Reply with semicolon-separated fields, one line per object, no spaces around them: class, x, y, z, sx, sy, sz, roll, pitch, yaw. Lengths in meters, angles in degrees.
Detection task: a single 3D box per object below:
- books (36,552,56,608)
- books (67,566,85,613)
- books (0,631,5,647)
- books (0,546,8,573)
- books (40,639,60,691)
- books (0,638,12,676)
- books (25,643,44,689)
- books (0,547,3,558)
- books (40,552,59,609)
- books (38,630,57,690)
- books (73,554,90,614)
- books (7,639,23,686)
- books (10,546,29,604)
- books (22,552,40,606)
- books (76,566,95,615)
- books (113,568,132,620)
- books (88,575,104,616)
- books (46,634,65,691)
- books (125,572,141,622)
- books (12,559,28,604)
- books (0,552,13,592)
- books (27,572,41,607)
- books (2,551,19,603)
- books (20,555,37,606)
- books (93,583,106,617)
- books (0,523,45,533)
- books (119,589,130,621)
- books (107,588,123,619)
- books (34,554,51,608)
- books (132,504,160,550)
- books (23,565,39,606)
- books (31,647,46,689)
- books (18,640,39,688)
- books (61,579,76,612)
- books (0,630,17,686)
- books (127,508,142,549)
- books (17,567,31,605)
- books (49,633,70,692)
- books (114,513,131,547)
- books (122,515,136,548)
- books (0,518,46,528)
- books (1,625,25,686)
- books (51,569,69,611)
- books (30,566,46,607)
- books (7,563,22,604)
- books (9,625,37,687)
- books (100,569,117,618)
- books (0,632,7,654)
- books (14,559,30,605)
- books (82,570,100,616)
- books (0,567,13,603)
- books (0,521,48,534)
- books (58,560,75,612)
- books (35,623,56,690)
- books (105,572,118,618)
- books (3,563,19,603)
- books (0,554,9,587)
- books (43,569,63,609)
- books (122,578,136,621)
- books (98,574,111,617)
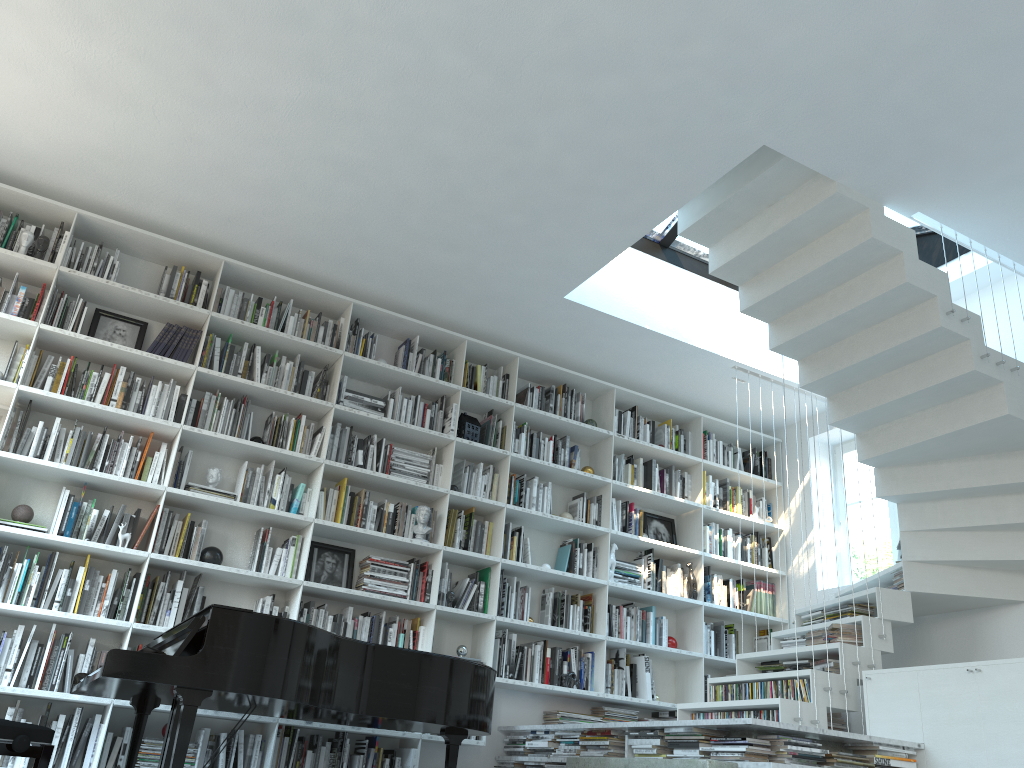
books;-2.416;1.032;4.585;0.019;0.299;0.180;17;-27;-25
books;-2.295;1.098;4.649;0.026;0.253;0.177;17;-27;-25
books;-2.552;1.359;4.379;0.013;0.255;0.190;17;-27;-25
books;-2.616;0.982;4.507;0.014;0.293;0.172;17;-27;-25
books;-2.350;1.435;4.502;0.029;0.253;0.153;17;-27;-25
books;-2.531;1.383;4.393;0.028;0.228;0.158;17;-27;-25
books;-2.407;1.429;4.463;0.028;0.224;0.134;17;-27;-25
books;-2.633;0.982;4.505;0.017;0.288;0.153;17;-27;-25
books;-2.408;1.038;4.603;0.012;0.305;0.190;17;-27;-25
books;-2.357;1.405;4.487;0.012;0.294;0.177;17;-27;-25
books;-2.273;1.072;4.670;0.021;0.321;0.172;17;-27;-25
books;-2.486;1.402;4.430;0.012;0.231;0.149;17;-27;-25
books;-2.530;0.997;4.548;0.007;0.313;0.146;17;-27;-25
books;-2.476;1.019;4.552;0.007;0.285;0.183;17;-27;-25
books;-2.250;1.104;4.661;0.028;0.259;0.181;17;-27;-25
books;-2.090;1.141;4.742;0.014;0.285;0.180;17;-27;-25
books;-2.213;1.139;4.693;0.025;0.228;0.153;17;-27;-25
books;-2.332;1.428;4.519;0.013;0.283;0.139;17;-27;-25
books;-2.058;1.168;4.786;0.024;0.279;0.136;17;-27;-25
books;-2.523;1.032;4.536;0.014;0.242;0.171;17;-27;-25
books;-2.583;1.001;4.506;0.007;0.263;0.177;17;-27;-25
books;-2.458;1.071;4.545;0.016;0.188;0.184;17;-27;-25
books;-2.562;1.002;4.523;0.008;0.278;0.165;17;-27;-25
books;-2.495;1.029;4.566;0.009;0.276;0.158;17;-27;-25
books;-2.195;1.162;4.698;0.023;0.193;0.140;17;-27;-25
books;-2.578;0.763;4.619;0.254;0.012;0.161;19;-28;-27
books;-2.094;1.202;4.756;0.023;0.186;0.131;17;-27;-25
books;-2.128;1.188;4.725;0.041;0.180;0.142;17;-27;-25
books;-2.446;1.041;4.608;0.009;0.298;0.141;17;-27;-25
books;-2.029;0.813;4.881;0.082;0.275;0.229;17;-27;-25
books;-2.472;1.055;4.548;0.015;0.218;0.190;17;-27;-25
books;-2.390;1.441;4.469;0.013;0.208;0.155;17;-27;-25
books;-2.434;1.416;4.457;0.031;0.237;0.132;17;-27;-25
books;-2.317;1.120;4.615;0.029;0.181;0.190;17;-27;-25
books;-2.520;1.374;4.426;0.013;0.272;0.146;17;-27;-25
books;-2.094;0.824;4.886;0.021;0.250;0.154;17;-27;-25
books;-2.513;1.058;4.554;0.016;0.210;0.146;17;-27;-25
books;-2.310;1.426;4.518;0.022;0.289;0.138;17;-27;-25
books;-2.135;0.825;4.844;0.030;0.206;0.173;17;-27;-25
books;-2.115;0.835;4.865;0.027;0.208;0.144;17;-27;-25
books;-2.578;0.742;4.632;0.254;0.012;0.161;17;-27;-24
books;-2.498;1.366;4.434;0.027;0.298;0.143;17;-27;-25
books;-2.356;1.090;4.615;0.027;0.229;0.159;17;-27;-25
books;-2.459;1.068;4.588;0.016;0.229;0.136;17;-27;-25
books;-2.539;1.036;4.516;0.015;0.216;0.180;17;-27;-25
books;-2.451;1.368;4.439;0.039;0.306;0.173;17;-27;-25
books;-2.153;1.132;4.709;0.021;0.264;0.186;17;-27;-25
books;-2.540;1.363;4.379;0.010;0.251;0.178;17;-27;-25
books;-2.506;1.030;4.530;0.009;0.243;0.185;17;-27;-25
books;-2.228;1.118;4.674;0.028;0.248;0.159;17;-27;-25
books;-2.567;1.033;4.483;0.019;0.188;0.194;17;-27;-25
books;-2.575;0.751;4.622;0.285;0.012;0.160;15;-26;-21
books;-2.336;1.072;4.633;0.014;0.280;0.150;17;-27;-25
books;-2.363;1.385;4.481;0.014;0.324;0.171;17;-27;-25
books;-2.148;1.145;4.730;0.013;0.259;0.143;17;-27;-25
books;-2.558;1.035;4.521;0.015;0.217;0.177;17;-27;-25
books;-2.606;1.006;4.514;0.022;0.256;0.142;17;-27;-25
books;-2.396;1.086;4.614;0.045;0.229;0.138;17;-27;-25
books;-2.064;1.174;4.753;0.010;0.239;0.175;17;-27;-25
books;-2.176;1.142;4.712;0.010;0.245;0.160;17;-27;-25
